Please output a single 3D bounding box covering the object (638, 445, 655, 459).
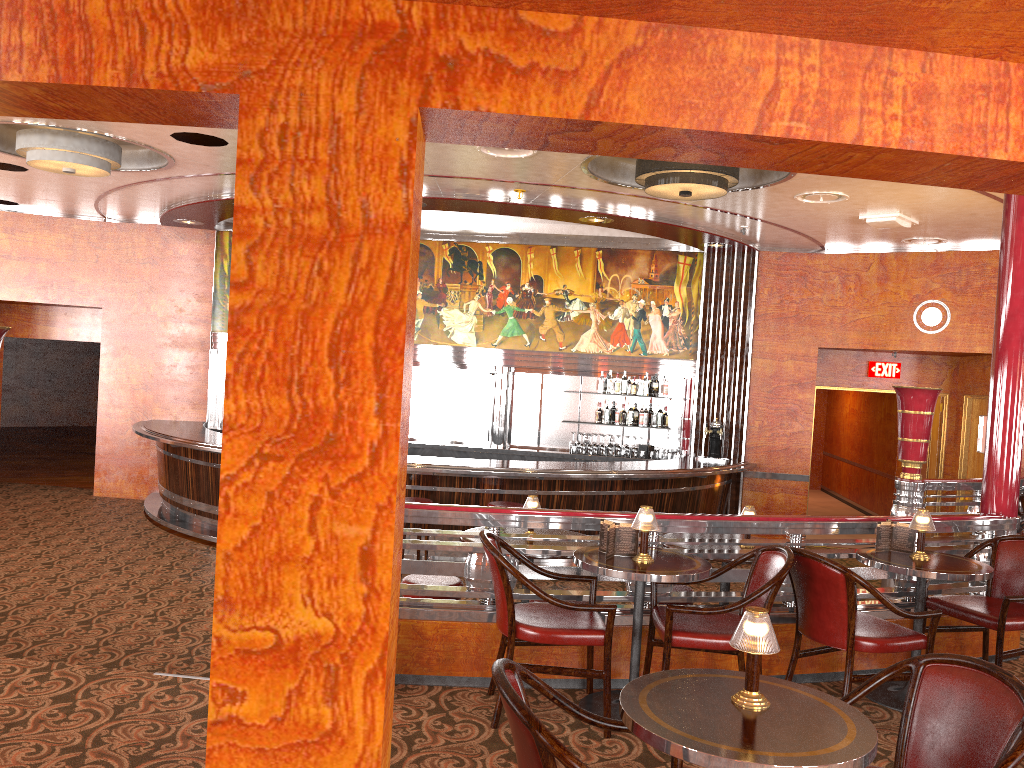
[{"bbox_3d":[1.643,0.834,10.967,0.169,0.156,0.195,4,1,31],"label":"object"}]

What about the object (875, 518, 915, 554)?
[{"bbox_3d":[2.007,0.812,4.727,0.169,0.156,0.195,3,1,-24],"label":"object"}]

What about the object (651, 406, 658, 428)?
[{"bbox_3d":[1.765,0.404,10.990,0.080,0.272,0.080,4,2,9],"label":"object"}]

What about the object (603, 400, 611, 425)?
[{"bbox_3d":[1.189,0.351,11.066,0.078,0.305,0.078,3,2,-1],"label":"object"}]

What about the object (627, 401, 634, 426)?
[{"bbox_3d":[1.475,0.370,11.006,0.078,0.305,0.078,5,2,44],"label":"object"}]

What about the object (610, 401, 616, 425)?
[{"bbox_3d":[1.277,0.361,11.163,0.090,0.293,0.090,3,2,-15],"label":"object"}]

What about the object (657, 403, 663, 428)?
[{"bbox_3d":[1.842,0.391,11.026,0.078,0.305,0.078,4,2,19],"label":"object"}]

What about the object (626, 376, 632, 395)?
[{"bbox_3d":[1.437,0.021,11.071,0.068,0.235,0.212,4,2,27],"label":"object"}]

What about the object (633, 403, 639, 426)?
[{"bbox_3d":[1.545,0.379,11.093,0.090,0.293,0.090,3,2,0],"label":"object"}]

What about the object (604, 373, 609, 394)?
[{"bbox_3d":[1.197,-0.004,11.139,0.090,0.256,0.090,4,2,28],"label":"object"}]

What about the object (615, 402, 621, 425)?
[{"bbox_3d":[1.321,0.371,11.051,0.067,0.283,0.067,3,2,-28],"label":"object"}]

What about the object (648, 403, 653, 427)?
[{"bbox_3d":[1.735,0.389,11.142,0.090,0.293,0.090,5,2,40],"label":"object"}]

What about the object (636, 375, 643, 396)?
[{"bbox_3d":[1.596,0.013,11.087,0.080,0.272,0.080,3,2,-26],"label":"object"}]

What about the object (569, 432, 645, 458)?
[{"bbox_3d":[1.179,0.761,11.056,0.951,0.245,0.396,4,1,10],"label":"object"}]

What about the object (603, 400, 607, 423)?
[{"bbox_3d":[1.193,0.350,11.156,0.078,0.305,0.206,4,1,2],"label":"object"}]

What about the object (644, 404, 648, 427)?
[{"bbox_3d":[1.662,0.392,11.028,0.067,0.283,0.067,2,2,-33],"label":"object"}]

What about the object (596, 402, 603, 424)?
[{"bbox_3d":[1.103,0.361,11.138,0.080,0.272,0.080,4,2,9],"label":"object"}]

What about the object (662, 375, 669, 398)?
[{"bbox_3d":[1.901,0.028,10.954,0.067,0.283,0.067,4,2,18],"label":"object"}]

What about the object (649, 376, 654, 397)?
[{"bbox_3d":[1.759,0.030,11.117,0.090,0.256,0.090,4,2,13],"label":"object"}]

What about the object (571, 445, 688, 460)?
[{"bbox_3d":[1.473,0.834,11.073,1.424,0.135,0.403,4,1,12],"label":"object"}]

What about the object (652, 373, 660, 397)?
[{"bbox_3d":[1.777,0.015,10.947,0.090,0.293,0.090,5,2,40],"label":"object"}]

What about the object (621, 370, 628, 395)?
[{"bbox_3d":[1.393,-0.015,10.988,0.078,0.305,0.078,3,2,-6],"label":"object"}]

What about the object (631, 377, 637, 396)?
[{"bbox_3d":[1.515,0.026,11.000,0.070,0.238,0.070,3,2,-19],"label":"object"}]

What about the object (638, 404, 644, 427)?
[{"bbox_3d":[1.601,0.389,10.966,0.067,0.283,0.067,3,2,-19],"label":"object"}]

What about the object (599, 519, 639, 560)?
[{"bbox_3d":[0.468,0.727,4.185,0.195,0.156,0.169,3,1,-34],"label":"object"}]

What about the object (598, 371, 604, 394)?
[{"bbox_3d":[1.116,-0.021,11.040,0.067,0.283,0.067,2,2,-38],"label":"object"}]

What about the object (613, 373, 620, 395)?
[{"bbox_3d":[1.306,-0.004,11.021,0.080,0.272,0.080,3,2,-1],"label":"object"}]

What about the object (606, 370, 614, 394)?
[{"bbox_3d":[1.222,-0.026,11.029,0.078,0.305,0.078,3,2,-3],"label":"object"}]

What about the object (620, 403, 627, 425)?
[{"bbox_3d":[1.404,0.380,11.125,0.080,0.272,0.080,4,2,9],"label":"object"}]

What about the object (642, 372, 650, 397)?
[{"bbox_3d":[1.663,0.002,10.975,0.078,0.305,0.078,3,2,-13],"label":"object"}]
